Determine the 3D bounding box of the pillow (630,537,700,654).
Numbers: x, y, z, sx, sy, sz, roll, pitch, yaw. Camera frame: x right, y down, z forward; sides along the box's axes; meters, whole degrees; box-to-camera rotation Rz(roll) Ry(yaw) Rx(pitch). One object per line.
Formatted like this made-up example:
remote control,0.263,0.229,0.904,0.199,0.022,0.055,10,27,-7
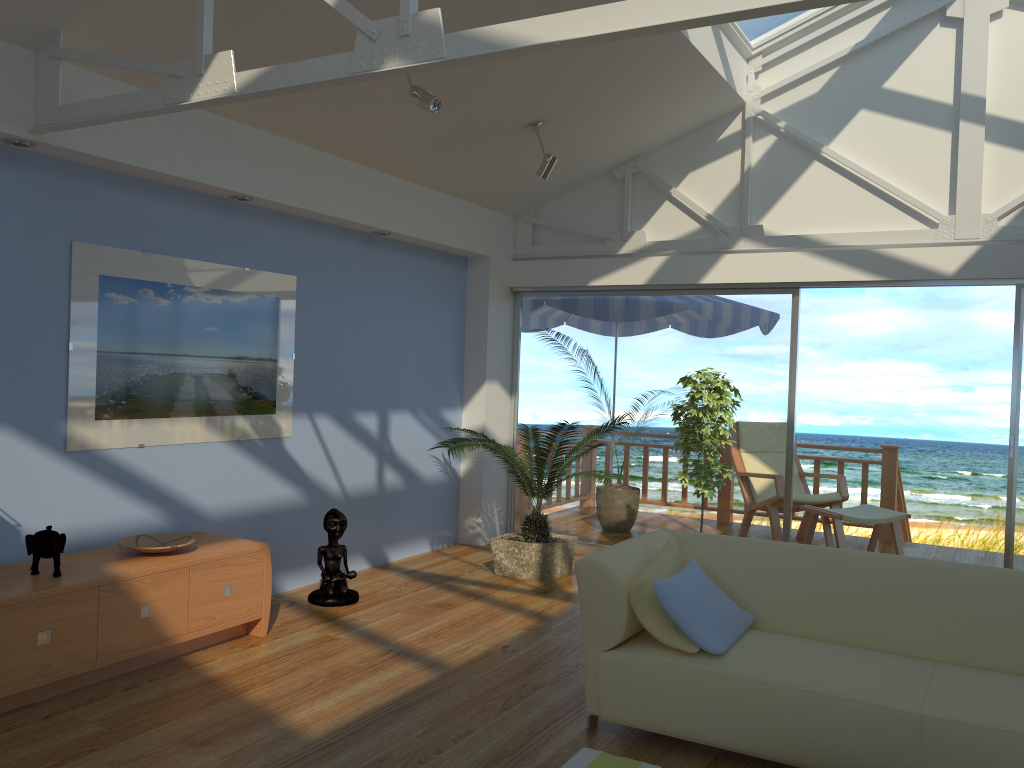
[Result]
pillow,0.661,0.801,3.433,0.275,0.312,0.571,2,1,26

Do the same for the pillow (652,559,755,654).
pillow,0.747,0.842,3.394,0.272,0.244,0.566,2,1,27

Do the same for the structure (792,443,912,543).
structure,3.786,1.426,7.398,6.950,2.064,4.086,2,1,29

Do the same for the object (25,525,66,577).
object,-1.871,0.654,3.564,0.143,0.222,0.379,2,1,-18

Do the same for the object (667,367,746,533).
object,1.242,0.597,5.673,0.495,1.409,0.699,2,1,2

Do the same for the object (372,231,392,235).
object,-0.836,-0.988,5.708,0.122,0.050,0.122,2,1,12

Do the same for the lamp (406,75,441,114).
lamp,-0.460,-1.466,4.283,0.254,0.327,0.118,2,1,12

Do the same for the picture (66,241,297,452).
picture,-1.621,-0.164,4.562,0.005,0.937,1.419,2,1,29

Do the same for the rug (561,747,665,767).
rug,0.833,1.336,2.038,2.100,0.018,1.400,2,1,29

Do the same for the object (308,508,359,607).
object,-1.006,0.973,5.047,0.291,0.517,0.292,2,1,-26

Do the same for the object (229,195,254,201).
object,-1.422,-0.993,4.660,0.122,0.050,0.122,2,1,12

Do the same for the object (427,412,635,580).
object,0.103,0.711,5.957,1.413,1.093,1.488,2,1,12

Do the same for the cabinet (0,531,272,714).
cabinet,-1.864,0.988,3.644,0.500,0.468,1.911,2,1,29

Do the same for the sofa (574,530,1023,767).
sofa,1.487,0.989,3.129,2.448,0.597,0.950,2,1,29

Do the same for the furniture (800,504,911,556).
furniture,2.479,1.121,6.444,0.619,0.427,0.449,2,1,-16

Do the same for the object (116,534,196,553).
object,-1.623,0.740,4.047,0.337,0.053,0.337,3,1,30

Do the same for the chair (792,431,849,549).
chair,2.245,0.823,7.306,0.632,0.982,0.859,2,1,-16

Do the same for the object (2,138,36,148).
object,-2.007,-0.999,3.613,0.122,0.050,0.122,2,1,12

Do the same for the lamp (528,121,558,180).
lamp,0.194,-1.448,5.515,0.194,0.353,0.125,2,1,12
